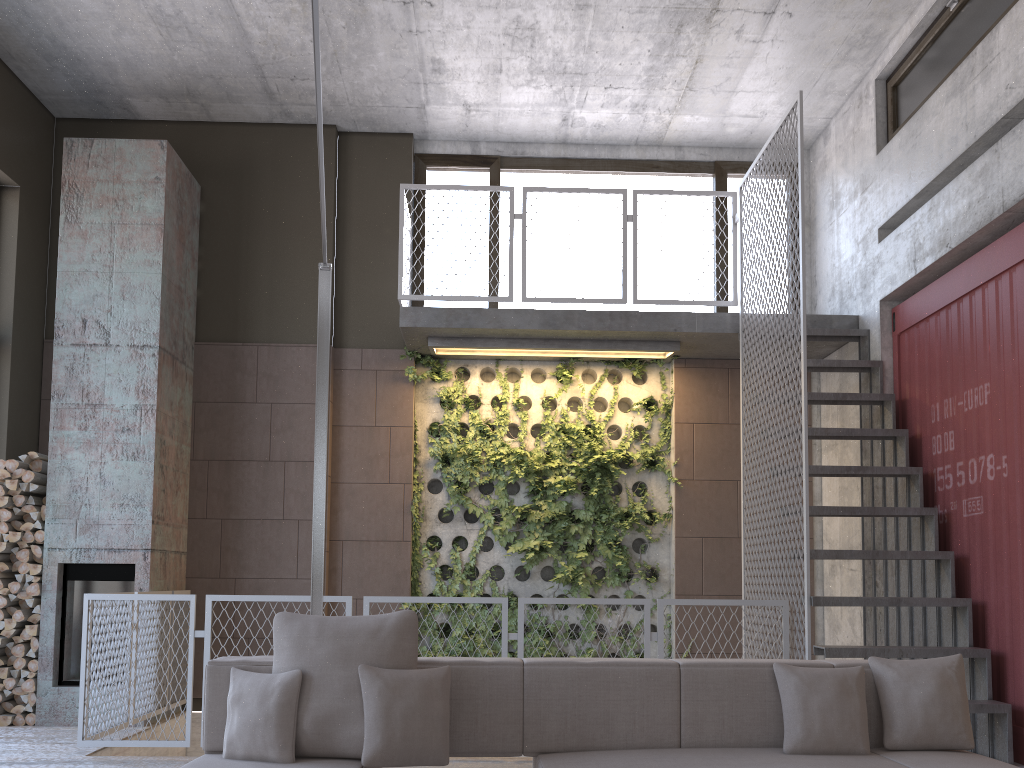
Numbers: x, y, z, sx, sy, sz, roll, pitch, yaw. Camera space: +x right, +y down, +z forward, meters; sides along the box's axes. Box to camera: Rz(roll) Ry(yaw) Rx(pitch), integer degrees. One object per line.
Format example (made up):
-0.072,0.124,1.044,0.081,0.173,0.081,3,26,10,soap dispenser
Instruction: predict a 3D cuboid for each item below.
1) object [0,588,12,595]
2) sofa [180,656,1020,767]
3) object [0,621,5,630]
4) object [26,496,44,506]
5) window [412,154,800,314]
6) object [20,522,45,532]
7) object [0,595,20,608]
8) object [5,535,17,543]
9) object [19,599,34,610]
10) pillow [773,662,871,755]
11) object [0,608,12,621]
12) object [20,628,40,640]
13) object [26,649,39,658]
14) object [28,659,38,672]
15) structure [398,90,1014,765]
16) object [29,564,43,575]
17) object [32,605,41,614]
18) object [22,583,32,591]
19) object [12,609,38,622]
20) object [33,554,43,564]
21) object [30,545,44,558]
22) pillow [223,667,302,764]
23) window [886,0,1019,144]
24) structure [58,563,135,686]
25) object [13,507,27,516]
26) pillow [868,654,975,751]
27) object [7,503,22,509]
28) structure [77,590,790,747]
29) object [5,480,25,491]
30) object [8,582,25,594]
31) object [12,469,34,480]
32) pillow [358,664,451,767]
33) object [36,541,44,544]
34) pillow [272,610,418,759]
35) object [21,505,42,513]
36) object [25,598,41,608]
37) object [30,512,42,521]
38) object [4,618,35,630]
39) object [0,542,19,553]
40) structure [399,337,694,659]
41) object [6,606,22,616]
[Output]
-3.843,1.601,6.775,0.089,0.055,0.339,1,-12,-2,object
0.323,1.223,2.271,2.997,0.772,3.076,1,-12,-1,sofa
-3.838,1.860,6.794,0.067,0.066,0.431,1,-12,-2,object
-3.671,0.928,6.880,0.067,0.070,0.432,1,-12,-2,object
0.883,-1.200,8.045,3.566,1.725,0.111,1,-4,-2,window
-3.689,1.139,6.874,0.115,0.078,0.444,1,-12,-2,object
-3.848,1.669,6.739,0.098,0.105,0.300,1,-12,-1,object
-3.771,1.206,6.824,0.115,0.078,0.444,1,-12,-2,object
-3.739,1.726,6.875,0.104,0.100,0.298,1,-12,-2,object
1.208,1.263,3.387,0.370,0.353,0.189,1,-6,-2,pillow
-3.874,1.782,6.805,0.092,0.091,0.446,1,-12,-2,object
-3.658,1.930,6.812,0.091,0.087,0.465,1,-12,-2,object
-3.620,2.066,6.789,0.071,0.071,0.431,1,-12,-2,object
-3.594,2.162,6.793,0.091,0.090,0.446,1,-12,-2,object
0.943,0.487,6.513,3.684,4.247,3.089,1,-7,-2,structure
-3.593,1.448,6.830,0.093,0.082,0.490,1,-12,-2,object
-3.592,1.734,6.807,0.066,0.083,0.434,1,-12,-4,object
-3.677,1.575,6.832,0.067,0.070,0.432,1,-12,-2,object
-3.695,1.784,6.783,0.091,0.087,0.465,1,-12,-1,object
-3.629,1.371,6.870,0.101,0.085,0.370,1,-12,-2,object
-3.604,1.310,6.805,0.088,0.106,0.373,1,-12,-2,object
-0.938,1.248,3.273,0.370,0.371,0.153,-5,-7,31,pillow
3.004,-2.981,2.539,0.113,0.595,8.618,1,-13,-2,window
-3.141,1.835,6.697,0.576,0.913,0.057,1,-4,-2,structure
-3.777,1.000,6.848,0.064,0.073,0.367,1,-12,-3,object
1.601,1.238,3.422,0.362,0.361,0.190,0,-6,3,pillow
-3.836,0.954,6.823,0.089,0.055,0.339,1,-12,-2,object
-0.485,2.015,6.439,4.427,0.919,1.967,1,-11,-2,structure
-3.779,0.813,6.841,0.094,0.081,0.490,1,-12,-2,object
-3.746,1.577,6.800,0.091,0.087,0.465,1,-12,-3,object
-3.740,0.721,6.814,0.104,0.082,0.370,1,-12,-2,object
-0.383,1.216,3.219,0.378,0.366,0.171,5,-7,-28,pillow
-3.585,1.200,6.827,0.101,0.101,0.299,1,-12,-1,object
-0.644,1.134,3.323,0.563,0.549,0.224,1,-5,0,pillow
-3.675,0.988,6.848,0.122,0.066,0.371,1,-12,-1,object
-3.647,1.702,6.808,0.066,0.083,0.434,1,-12,-4,object
-3.641,1.056,6.856,0.066,0.083,0.434,1,-12,-4,object
-3.762,1.851,6.795,0.093,0.082,0.490,1,-12,-2,object
-3.837,1.271,6.793,0.093,0.082,0.490,1,-12,-2,object
0.313,1.287,7.569,2.628,3.762,1.019,1,-5,-2,structure
-3.797,1.774,6.835,0.101,0.085,0.370,1,-12,-2,object
